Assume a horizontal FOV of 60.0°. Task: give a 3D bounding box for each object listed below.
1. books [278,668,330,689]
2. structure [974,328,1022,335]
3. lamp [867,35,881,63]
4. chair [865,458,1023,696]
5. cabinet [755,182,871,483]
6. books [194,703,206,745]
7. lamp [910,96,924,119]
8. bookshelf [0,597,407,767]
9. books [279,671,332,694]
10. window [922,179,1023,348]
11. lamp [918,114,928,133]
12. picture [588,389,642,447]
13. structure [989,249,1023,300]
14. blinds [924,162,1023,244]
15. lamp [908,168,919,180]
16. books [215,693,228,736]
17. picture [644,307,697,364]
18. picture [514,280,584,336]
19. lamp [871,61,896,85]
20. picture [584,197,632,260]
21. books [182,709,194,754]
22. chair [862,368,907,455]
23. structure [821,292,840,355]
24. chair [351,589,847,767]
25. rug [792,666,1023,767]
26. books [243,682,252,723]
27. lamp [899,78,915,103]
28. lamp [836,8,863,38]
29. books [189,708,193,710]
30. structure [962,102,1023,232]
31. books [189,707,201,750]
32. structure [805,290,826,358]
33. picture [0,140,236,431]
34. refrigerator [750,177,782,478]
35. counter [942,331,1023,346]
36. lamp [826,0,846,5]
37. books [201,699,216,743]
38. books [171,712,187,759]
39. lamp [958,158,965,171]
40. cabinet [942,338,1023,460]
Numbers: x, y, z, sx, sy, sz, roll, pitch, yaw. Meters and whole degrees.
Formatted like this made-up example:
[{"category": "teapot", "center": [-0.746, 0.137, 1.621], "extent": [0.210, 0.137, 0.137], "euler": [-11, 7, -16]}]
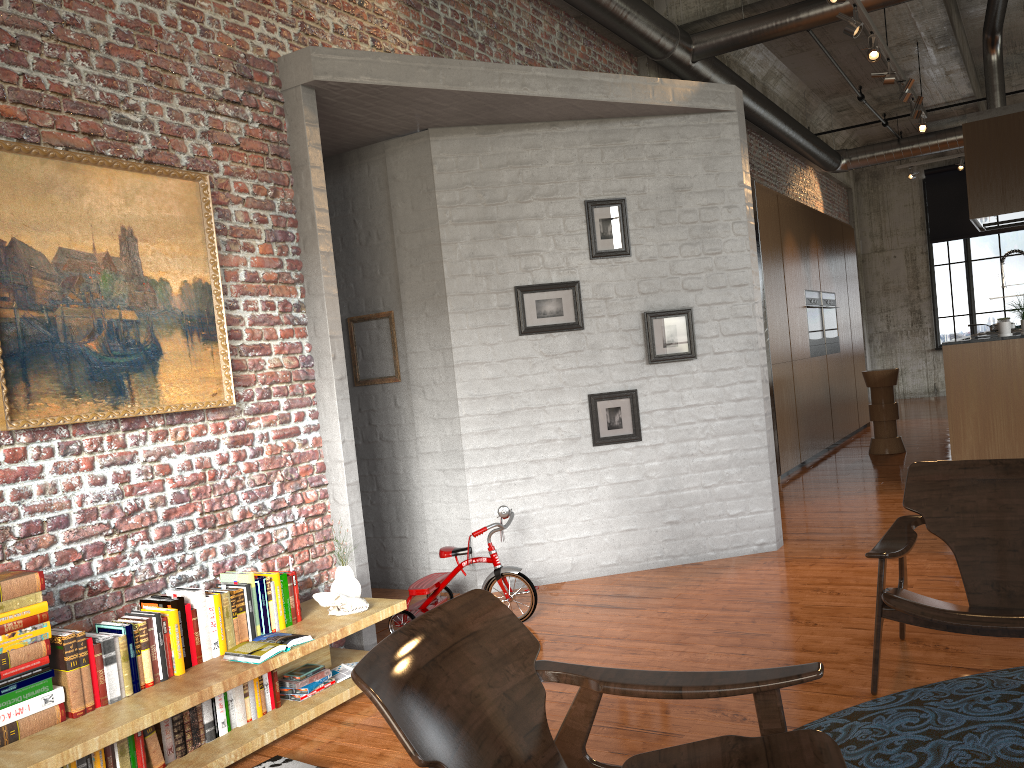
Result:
[{"category": "books", "center": [-0.919, 1.294, 3.913], "extent": [0.132, 0.024, 0.191], "euler": [-5, 1, 36]}, {"category": "structure", "center": [5.716, -0.615, 10.164], "extent": [0.679, 0.019, 1.094], "euler": [-5, 1, 31]}, {"category": "lamp", "center": [2.957, -2.737, 7.249], "extent": [0.102, 0.241, 0.182], "euler": [-5, 2, 26]}, {"category": "chair", "center": [1.916, 0.754, 3.497], "extent": [0.876, 0.794, 1.041], "euler": [-5, 2, 32]}, {"category": "cabinet", "center": [3.544, -0.652, 11.322], "extent": [0.860, 3.049, 5.330], "euler": [-4, 2, 31]}, {"category": "books", "center": [-1.253, 1.310, 3.454], "extent": [0.120, 0.182, 0.028], "euler": [-5, 3, 31]}, {"category": "lamp", "center": [4.280, -2.908, 9.385], "extent": [0.102, 0.251, 0.165], "euler": [-7, 2, -14]}, {"category": "bookshelf", "center": [-1.713, 1.365, 2.773], "extent": [0.549, 0.359, 3.836], "euler": [-5, 1, 31]}, {"category": "books", "center": [-0.913, 1.319, 3.916], "extent": [0.149, 0.025, 0.214], "euler": [-6, 1, 16]}, {"category": "window", "center": [6.731, -2.967, 20.123], "extent": [14.335, 8.578, 2.661], "euler": [-5, 3, 31]}, {"category": "lamp", "center": [4.666, -2.953, 10.078], "extent": [0.102, 0.215, 0.225], "euler": [-5, 2, 27]}, {"category": "picture", "center": [0.672, 0.220, 5.771], "extent": [0.329, 0.341, 0.015], "euler": [-6, 3, -9]}, {"category": "structure", "center": [4.442, -0.818, 7.875], "extent": [0.361, 0.750, 0.168], "euler": [-5, 3, 31]}, {"category": "blinds", "center": [9.253, -3.599, 16.891], "extent": [2.446, 1.466, 0.150], "euler": [-5, 3, 32]}, {"category": "lamp", "center": [7.164, -3.764, 15.858], "extent": [0.260, 0.211, 0.102], "euler": [-7, 2, -24]}, {"category": "books", "center": [-1.204, 1.285, 3.536], "extent": [0.133, 0.219, 0.040], "euler": [-5, 3, 31]}, {"category": "picture", "center": [1.039, -0.317, 5.800], "extent": [0.329, 0.341, 0.015], "euler": [-6, 3, -9]}, {"category": "picture", "center": [0.241, -0.486, 5.672], "extent": [0.426, 0.316, 0.015], "euler": [-6, 3, -9]}, {"category": "lamp", "center": [3.373, -2.790, 7.979], "extent": [0.261, 0.211, 0.101], "euler": [-5, 2, 26]}, {"category": "picture", "center": [0.623, -1.006, 5.731], "extent": [0.278, 0.381, 0.015], "euler": [-6, 3, -10]}, {"category": "books", "center": [-1.276, 1.292, 3.387], "extent": [0.106, 0.225, 0.033], "euler": [-5, 3, 31]}, {"category": "chair", "center": [4.323, 0.315, 10.303], "extent": [0.408, 0.964, 0.411], "euler": [-7, 3, -28]}, {"category": "structure", "center": [4.153, -0.793, 11.465], "extent": [0.079, 0.796, 0.857], "euler": [-4, 2, 31]}, {"category": "chair", "center": [0.244, 0.949, 2.057], "extent": [1.044, 0.794, 0.873], "euler": [-5, 2, 21]}, {"category": "rug", "center": [2.321, 1.146, 1.156], "extent": [4.842, 0.009, 4.844], "euler": [-6, 1, -12]}, {"category": "books", "center": [-1.134, 1.299, 3.649], "extent": [0.127, 0.174, 0.028], "euler": [-5, 3, 31]}, {"category": "lamp", "center": [3.857, -2.854, 8.679], "extent": [0.102, 0.251, 0.165], "euler": [-8, 3, -34]}, {"category": "lamp", "center": [2.533, -2.680, 6.607], "extent": [0.199, 0.228, 0.101], "euler": [-4, 3, 41]}, {"category": "books", "center": [-1.259, 1.323, 3.420], "extent": [0.105, 0.151, 0.031], "euler": [-5, 3, 31]}, {"category": "structure", "center": [5.581, -2.413, 10.060], "extent": [0.664, 1.127, 1.625], "euler": [-5, 2, 31]}, {"category": "books", "center": [-1.259, 1.324, 3.420], "extent": [0.109, 0.156, 0.036], "euler": [-5, 3, 31]}, {"category": "structure", "center": [3.690, -0.734, 10.699], "extent": [0.079, 0.796, 0.857], "euler": [-4, 2, 31]}, {"category": "picture", "center": [-1.625, -0.394, 3.642], "extent": [0.040, 1.066, 1.062], "euler": [-4, 2, 31]}, {"category": "refrigerator", "center": [1.682, -0.410, 8.464], "extent": [1.213, 3.054, 1.513], "euler": [-4, 3, 31]}, {"category": "counter", "center": [5.254, -0.454, 8.948], "extent": [1.246, 0.174, 4.352], "euler": [-5, 1, 31]}, {"category": "lamp", "center": [2.179, -2.636, 5.918], "extent": [0.260, 0.211, 0.102], "euler": [-7, 2, -29]}, {"category": "books", "center": [-1.233, 1.306, 3.483], "extent": [0.129, 0.186, 0.043], "euler": [-5, 3, 31]}, {"category": "books", "center": [-1.305, 1.314, 3.362], "extent": [0.143, 0.187, 0.043], "euler": [-5, 3, 31]}, {"category": "lamp", "center": [7.836, -3.826, 15.464], "extent": [0.102, 0.228, 0.198], "euler": [-4, 3, 41]}, {"category": "cabinet", "center": [5.312, 0.104, 8.973], "extent": [1.246, 1.245, 4.350], "euler": [-5, 1, 31]}]
